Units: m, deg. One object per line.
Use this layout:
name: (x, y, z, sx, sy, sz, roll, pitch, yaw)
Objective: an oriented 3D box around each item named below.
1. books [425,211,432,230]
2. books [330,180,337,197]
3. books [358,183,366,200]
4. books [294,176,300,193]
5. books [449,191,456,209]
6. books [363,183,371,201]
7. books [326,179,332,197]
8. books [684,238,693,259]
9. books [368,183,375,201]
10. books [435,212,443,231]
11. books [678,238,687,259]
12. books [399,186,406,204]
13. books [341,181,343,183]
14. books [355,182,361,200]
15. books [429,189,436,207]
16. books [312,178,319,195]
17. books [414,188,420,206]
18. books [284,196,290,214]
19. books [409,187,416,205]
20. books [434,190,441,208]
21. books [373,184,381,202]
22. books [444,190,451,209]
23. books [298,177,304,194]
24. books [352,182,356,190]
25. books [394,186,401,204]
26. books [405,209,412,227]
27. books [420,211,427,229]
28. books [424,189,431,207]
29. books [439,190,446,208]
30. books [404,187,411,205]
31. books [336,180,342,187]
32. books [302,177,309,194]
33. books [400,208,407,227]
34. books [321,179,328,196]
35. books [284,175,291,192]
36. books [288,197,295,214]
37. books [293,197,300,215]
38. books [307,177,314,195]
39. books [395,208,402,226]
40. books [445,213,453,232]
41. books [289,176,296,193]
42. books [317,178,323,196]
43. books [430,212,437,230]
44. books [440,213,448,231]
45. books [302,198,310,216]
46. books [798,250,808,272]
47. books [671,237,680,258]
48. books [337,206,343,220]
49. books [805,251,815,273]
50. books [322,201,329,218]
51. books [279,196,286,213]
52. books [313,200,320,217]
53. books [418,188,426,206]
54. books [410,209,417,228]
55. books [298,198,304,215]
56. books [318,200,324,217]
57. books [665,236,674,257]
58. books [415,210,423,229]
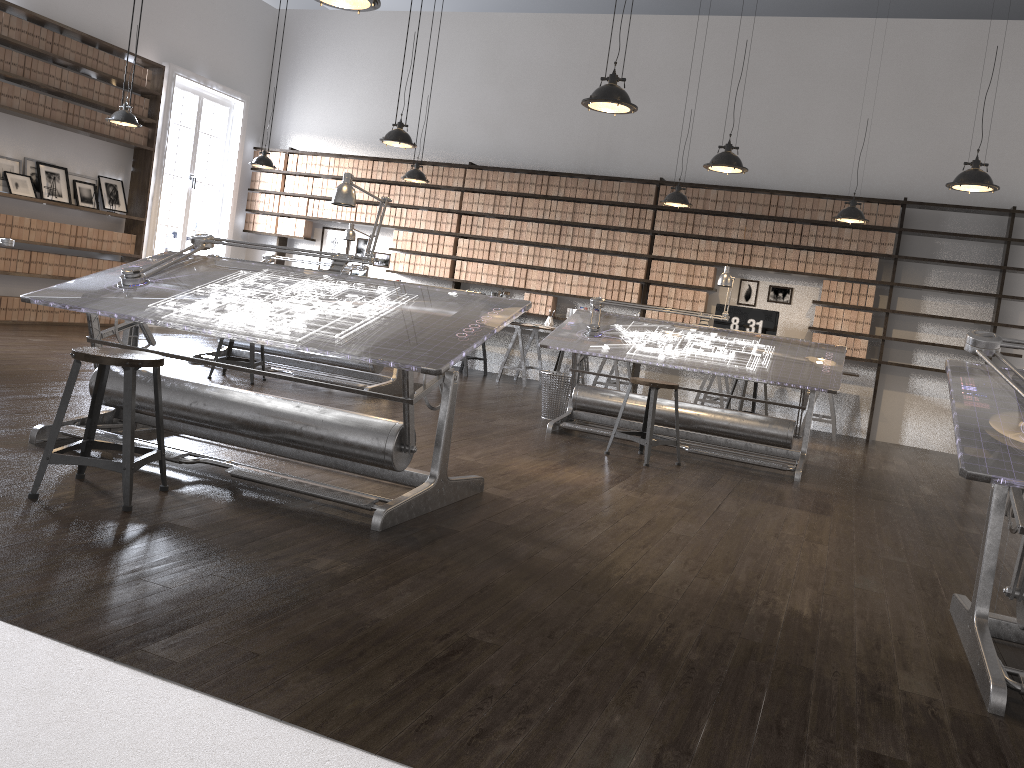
books: (-0.980, -1.985, 10.810, 0.067, 0.225, 0.174, 9, 4, 20)
books: (-2.227, -2.476, 11.288, 0.067, 0.225, 0.174, 9, 4, 20)
books: (-1.846, -2.409, 11.145, 0.067, 0.225, 0.174, 9, 4, 20)
books: (-2.743, -2.567, 11.486, 0.067, 0.225, 0.174, 9, 4, 20)
books: (-0.687, -2.205, 10.699, 0.067, 0.225, 0.174, 9, 4, 21)
books: (-1.780, -2.397, 11.116, 0.067, 0.225, 0.174, 9, 4, 20)
books: (-2.288, -2.487, 11.317, 0.067, 0.225, 0.174, 9, 4, 21)
books: (1.944, -1.469, 9.685, 0.067, 0.225, 0.174, 9, 4, 21)
books: (-1.714, -2.385, 11.090, 0.067, 0.225, 0.174, 9, 4, 21)
books: (-0.856, -1.964, 10.763, 0.067, 0.225, 0.174, 9, 4, 20)
books: (1.880, -1.480, 9.712, 0.067, 0.225, 0.174, 9, 4, 21)
books: (-1.314, -2.315, 10.943, 0.067, 0.225, 0.174, 9, 4, 20)
books: (-2.107, -2.455, 11.245, 0.067, 0.225, 0.174, 9, 4, 21)
books: (-1.909, -2.420, 11.173, 0.067, 0.225, 0.174, 9, 4, 21)
books: (-0.935, -2.249, 10.796, 0.067, 0.225, 0.174, 9, 4, 20)
books: (-2.484, -2.522, 11.394, 0.067, 0.225, 0.174, 9, 4, 20)
books: (-1.125, -2.282, 10.869, 0.067, 0.225, 0.174, 9, 4, 20)
books: (-2.883, -2.321, 11.540, 0.067, 0.225, 0.174, 9, 4, 20)
books: (-1.188, -2.293, 10.888, 0.067, 0.225, 0.174, 9, 4, 21)
books: (-0.870, -2.237, 10.773, 0.067, 0.225, 0.174, 9, 4, 20)
books: (-1.654, -2.375, 11.071, 0.067, 0.225, 0.174, 9, 4, 20)
books: (-0.745, -2.215, 10.722, 0.067, 0.225, 0.174, 9, 4, 21)
books: (-2.683, -2.557, 11.468, 0.067, 0.225, 0.174, 9, 4, 21)
books: (-1.974, -2.432, 11.196, 0.067, 0.225, 0.174, 9, 4, 21)
books: (-1.381, -2.327, 10.964, 0.067, 0.225, 0.174, 9, 4, 21)
books: (-1.234, -2.030, 10.910, 0.067, 0.225, 0.174, 9, 4, 20)
books: (-1.039, -1.996, 10.831, 0.067, 0.225, 0.174, 9, 4, 20)
books: (-1.001, -2.260, 10.818, 0.067, 0.225, 0.174, 9, 4, 21)
books: (-0.808, -2.226, 10.742, 0.067, 0.225, 0.174, 9, 4, 20)
books: (-1.248, -2.304, 10.918, 0.067, 0.225, 0.174, 9, 4, 20)
books: (-2.164, -2.465, 11.269, 0.067, 0.225, 0.174, 9, 4, 21)
books: (-2.622, -2.546, 11.447, 0.067, 0.225, 0.174, 9, 4, 20)
books: (-1.300, -2.042, 10.931, 0.067, 0.225, 0.174, 9, 4, 21)
books: (-2.353, -2.499, 11.343, 0.067, 0.225, 0.174, 9, 4, 21)
books: (-2.876, -2.590, 11.541, 0.067, 0.225, 0.174, 9, 4, 21)
books: (-2.817, -2.309, 11.519, 0.067, 0.225, 0.174, 9, 4, 21)
books: (-2.753, -2.298, 11.492, 0.067, 0.225, 0.174, 9, 4, 21)
books: (-2.555, -2.534, 11.415, 0.067, 0.225, 0.174, 9, 4, 21)
books: (-1.368, -2.053, 10.953, 0.067, 0.225, 0.174, 9, 4, 21)
books: (-0.726, -1.940, 10.709, 0.067, 0.225, 0.174, 9, 4, 21)
books: (-2.810, -2.579, 11.512, 0.067, 0.225, 0.174, 9, 4, 21)
books: (-2.420, -2.510, 11.364, 0.067, 0.225, 0.174, 9, 4, 20)
books: (-0.920, -1.974, 10.782, 0.067, 0.225, 0.174, 9, 4, 21)
books: (-0.790, -1.952, 10.738, 0.067, 0.225, 0.174, 9, 4, 20)
books: (-2.628, -2.275, 11.438, 0.067, 0.225, 0.174, 9, 4, 20)
books: (3.041, -1.275, 9.258, 0.067, 0.225, 0.174, 9, 4, 21)
books: (1.814, -1.492, 9.733, 0.067, 0.225, 0.174, 9, 4, 20)
books: (-2.143, -2.183, 11.252, 0.067, 0.225, 0.174, 9, 4, 21)
books: (3.109, -1.263, 9.235, 0.067, 0.225, 0.174, 9, 4, 21)
books: (-2.339, -2.218, 11.335, 0.067, 0.225, 0.174, 9, 4, 21)
books: (-2.951, -2.332, 11.563, 0.067, 0.225, 0.174, 9, 4, 20)
books: (-2.470, -2.241, 11.379, 0.067, 0.225, 0.174, 9, 4, 20)
books: (-1.067, -2.272, 10.845, 0.067, 0.225, 0.174, 9, 4, 20)
books: (-1.170, -2.019, 10.883, 0.067, 0.225, 0.174, 9, 4, 20)
books: (-2.685, -2.286, 11.465, 0.067, 0.225, 0.174, 9, 4, 21)
books: (-2.404, -2.229, 11.358, 0.067, 0.225, 0.174, 9, 4, 21)
books: (1.746, -1.503, 9.756, 0.067, 0.225, 0.174, 9, 4, 20)
books: (-1.106, -2.007, 10.855, 0.067, 0.225, 0.174, 9, 4, 21)
